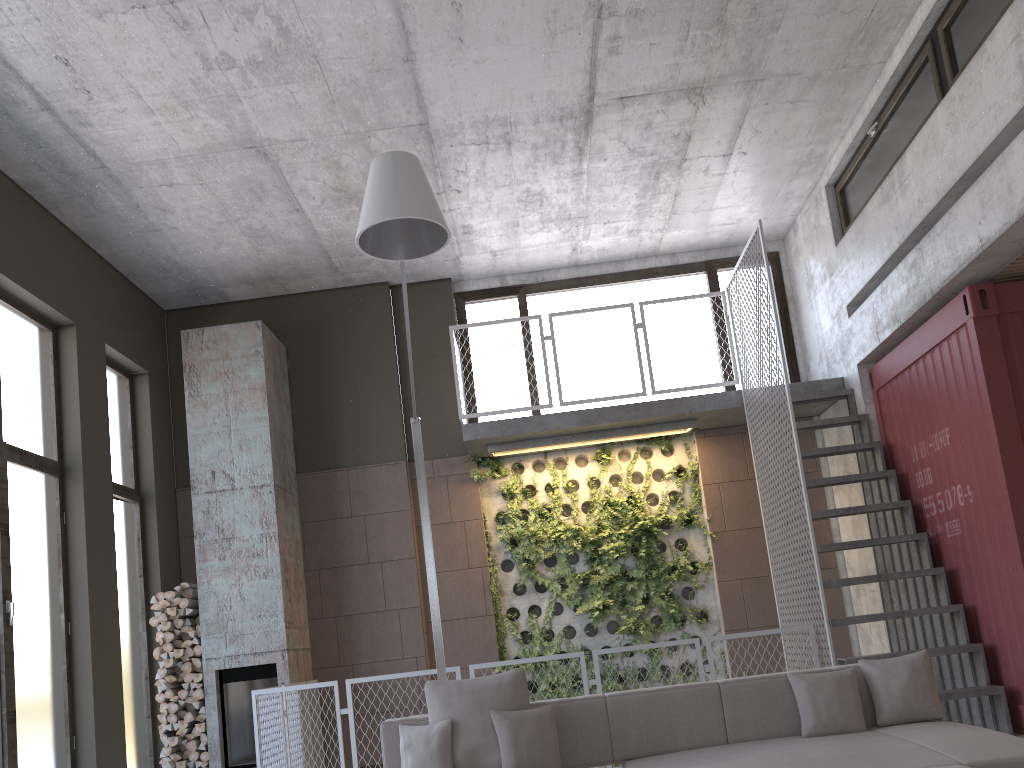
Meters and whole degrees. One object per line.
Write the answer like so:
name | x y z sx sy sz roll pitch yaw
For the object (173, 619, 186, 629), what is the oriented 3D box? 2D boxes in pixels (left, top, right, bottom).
object | -3.111 2.302 8.407 0.091 0.087 0.469 -7 -16 -1

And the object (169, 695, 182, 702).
object | -3.128 2.968 8.292 0.089 0.055 0.342 -7 -16 0

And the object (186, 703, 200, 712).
object | -3.005 3.081 8.377 0.104 0.099 0.301 -7 -16 0

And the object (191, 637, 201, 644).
object | -2.959 2.462 8.399 0.071 0.070 0.436 -7 -16 0

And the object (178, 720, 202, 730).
object | -3.014 3.202 8.290 0.093 0.081 0.494 -7 -16 0

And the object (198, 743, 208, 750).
object | -2.846 3.391 8.260 0.071 0.070 0.436 -7 -16 0

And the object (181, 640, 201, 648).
object | -3.032 2.500 8.416 0.115 0.077 0.448 -7 -16 0

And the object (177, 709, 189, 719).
object | -3.057 3.134 8.337 0.101 0.084 0.374 -7 -16 0

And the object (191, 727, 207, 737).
object | -2.900 3.265 8.295 0.091 0.087 0.469 -7 -16 0

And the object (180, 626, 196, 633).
object | -3.039 2.348 8.400 0.122 0.066 0.374 -7 -16 2

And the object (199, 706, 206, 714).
object | -2.861 3.064 8.301 0.066 0.082 0.438 -6 -16 -2

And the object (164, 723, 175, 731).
object | -3.168 3.230 8.294 0.067 0.065 0.436 -7 -16 0

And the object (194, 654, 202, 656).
object | -2.923 2.542 8.358 0.101 0.100 0.301 -7 -16 2

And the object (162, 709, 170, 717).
object | -3.199 3.067 8.208 0.045 0.070 0.259 -7 -16 0

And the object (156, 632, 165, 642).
object | -3.295 2.417 8.393 0.101 0.100 0.301 -7 -16 2

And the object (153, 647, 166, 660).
object | -3.314 2.570 8.358 0.064 0.121 0.375 -7 -16 -1

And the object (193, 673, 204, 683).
object | -2.899 2.785 8.345 0.093 0.081 0.494 -7 -16 0

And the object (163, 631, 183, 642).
object | -3.202 2.402 8.345 0.098 0.104 0.303 -7 -16 1

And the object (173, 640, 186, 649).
object | -3.134 2.504 8.431 0.101 0.084 0.374 -7 -16 0

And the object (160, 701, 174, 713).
object | -3.219 3.047 8.298 0.101 0.100 0.301 -7 -16 2

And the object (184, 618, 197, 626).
object | -3.041 2.292 8.436 0.067 0.069 0.436 -7 -16 0

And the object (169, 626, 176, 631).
object | -3.204 2.337 8.386 0.089 0.055 0.342 -7 -16 0

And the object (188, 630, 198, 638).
object | -2.996 2.411 8.401 0.066 0.082 0.438 -6 -16 -2

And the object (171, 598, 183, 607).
object | -3.140 2.095 8.389 0.104 0.081 0.374 -7 -16 0

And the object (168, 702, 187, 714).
object | -3.126 3.032 8.251 0.098 0.104 0.303 -7 -16 1

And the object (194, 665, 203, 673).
object | -2.942 2.718 8.392 0.101 0.084 0.374 -7 -16 0

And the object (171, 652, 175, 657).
object | -3.106 2.574 8.365 0.115 0.077 0.448 -7 -16 0

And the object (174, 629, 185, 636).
object | -3.138 2.375 8.404 0.064 0.072 0.370 -7 -16 -1

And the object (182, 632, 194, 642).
object | -3.081 2.451 8.472 0.104 0.099 0.301 -7 -16 0

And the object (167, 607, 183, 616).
object | -3.165 2.192 8.412 0.094 0.081 0.494 -7 -16 0

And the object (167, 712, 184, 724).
object | -3.134 3.151 8.311 0.092 0.090 0.451 -7 -16 0

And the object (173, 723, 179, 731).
object | -3.088 3.221 8.292 0.067 0.065 0.436 -7 -16 0

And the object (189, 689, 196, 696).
object | -2.965 2.922 8.342 0.067 0.069 0.436 -7 -16 0

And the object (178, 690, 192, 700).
object | -3.034 2.932 8.313 0.091 0.087 0.469 -7 -16 -1

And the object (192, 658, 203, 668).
object | -2.929 2.650 8.330 0.088 0.105 0.376 -7 -16 0

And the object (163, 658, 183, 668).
object | -3.165 2.645 8.333 0.093 0.081 0.494 -7 -16 0

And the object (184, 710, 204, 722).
object | -2.957 3.126 8.279 0.091 0.087 0.469 -7 -16 1

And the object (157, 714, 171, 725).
object | -3.225 3.156 8.270 0.088 0.105 0.376 -7 -16 0

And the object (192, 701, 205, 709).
object | -2.919 3.041 8.307 0.066 0.082 0.438 -6 -16 -2

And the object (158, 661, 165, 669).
object | -3.239 2.665 8.335 0.067 0.065 0.436 -7 -16 0

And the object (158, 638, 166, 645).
object | -3.275 2.437 8.302 0.045 0.070 0.259 -7 -16 0

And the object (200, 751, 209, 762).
object | -2.808 3.481 8.256 0.091 0.089 0.451 -7 -16 0
